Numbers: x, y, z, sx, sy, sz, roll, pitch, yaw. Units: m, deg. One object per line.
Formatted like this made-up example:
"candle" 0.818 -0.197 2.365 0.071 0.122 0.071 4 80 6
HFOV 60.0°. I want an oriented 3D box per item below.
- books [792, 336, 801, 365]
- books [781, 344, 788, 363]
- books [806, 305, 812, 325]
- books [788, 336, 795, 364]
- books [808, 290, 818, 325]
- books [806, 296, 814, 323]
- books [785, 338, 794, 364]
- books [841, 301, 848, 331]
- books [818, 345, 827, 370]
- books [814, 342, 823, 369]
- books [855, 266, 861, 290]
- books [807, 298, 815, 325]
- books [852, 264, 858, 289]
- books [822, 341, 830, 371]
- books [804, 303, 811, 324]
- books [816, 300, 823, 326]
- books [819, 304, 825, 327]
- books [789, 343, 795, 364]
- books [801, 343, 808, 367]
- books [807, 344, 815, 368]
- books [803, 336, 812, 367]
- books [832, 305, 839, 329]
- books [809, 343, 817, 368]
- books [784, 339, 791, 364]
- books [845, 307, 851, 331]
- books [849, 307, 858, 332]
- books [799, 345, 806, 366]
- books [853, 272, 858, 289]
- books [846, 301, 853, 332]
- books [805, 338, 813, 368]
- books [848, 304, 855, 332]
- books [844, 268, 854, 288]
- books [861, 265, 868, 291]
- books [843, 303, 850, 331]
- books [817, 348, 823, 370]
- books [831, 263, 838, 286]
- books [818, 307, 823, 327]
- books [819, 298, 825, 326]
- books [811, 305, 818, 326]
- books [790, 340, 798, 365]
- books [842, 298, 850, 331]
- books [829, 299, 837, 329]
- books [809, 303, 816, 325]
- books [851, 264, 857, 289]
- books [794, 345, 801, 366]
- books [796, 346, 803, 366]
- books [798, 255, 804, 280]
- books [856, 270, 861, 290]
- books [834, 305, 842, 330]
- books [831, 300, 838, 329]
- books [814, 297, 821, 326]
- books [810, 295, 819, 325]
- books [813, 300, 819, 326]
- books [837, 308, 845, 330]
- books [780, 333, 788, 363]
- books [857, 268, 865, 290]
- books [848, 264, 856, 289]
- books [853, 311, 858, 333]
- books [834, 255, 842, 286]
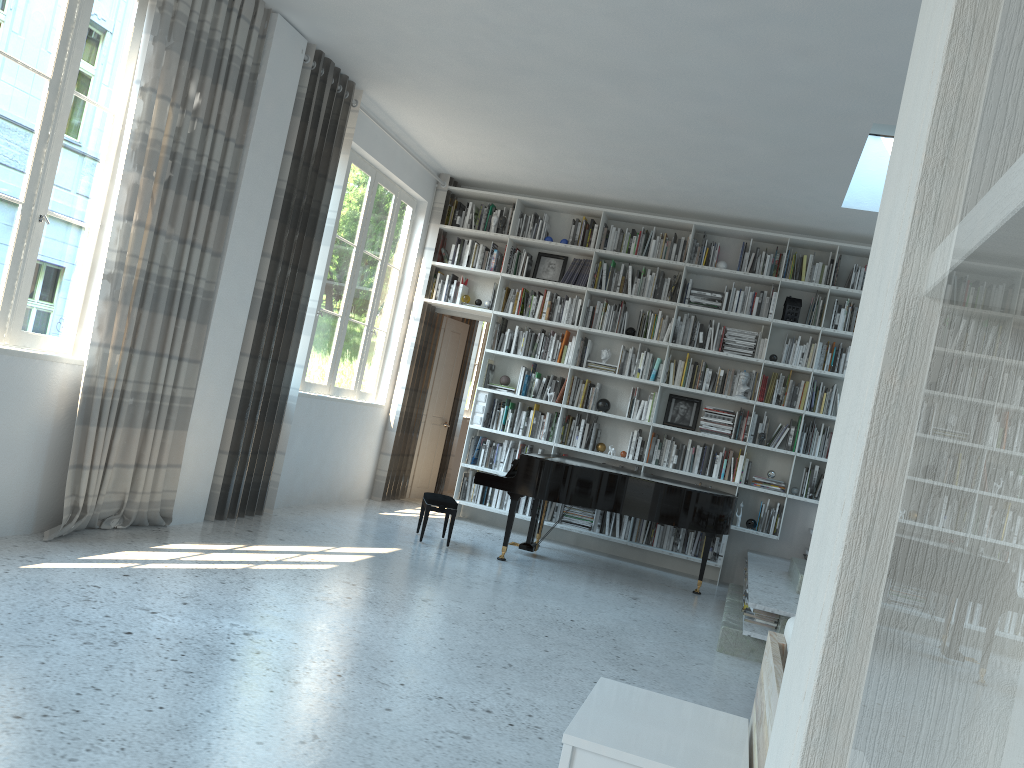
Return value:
"books" 2.517 -0.280 7.860 0.028 0.275 0.187 12 -1 15
"books" 2.421 -0.254 7.895 0.028 0.185 0.181 12 -1 15
"books" 2.636 -0.592 7.891 0.022 0.199 0.143 12 -1 15
"books" 2.483 -0.287 7.899 0.019 0.275 0.146 12 -1 15
"books" 2.666 -0.658 7.877 0.025 0.339 0.143 12 -1 15
"books" 2.628 -0.632 7.855 0.021 0.272 0.190 12 -1 15
"books" 2.466 -0.277 7.901 0.028 0.250 0.164 12 -1 15
"books" 2.909 -0.579 7.802 0.011 0.283 0.173 12 -1 15
"books" 2.739 -0.218 7.836 0.030 0.242 0.138 12 -1 15
"books" 2.694 -0.233 7.824 0.028 0.251 0.190 12 -1 15
"books" 3.022 -0.903 7.785 0.013 0.229 0.174 12 -1 15
"books" 2.647 -0.628 7.864 0.022 0.272 0.181 12 -1 15
"books" 3.010 -0.918 7.812 0.012 0.255 0.133 12 -1 15
"books" 2.762 -0.232 7.826 0.014 0.278 0.154 12 -1 15
"books" 2.623 -0.602 7.888 0.019 0.214 0.156 12 -1 15
"books" 2.706 -0.604 7.835 0.013 0.248 0.186 12 -1 15
"books" 2.732 -0.581 7.826 0.008 0.213 0.224 12 -1 15
"books" 2.486 -0.251 7.894 0.023 0.207 0.171 12 -1 15
"books" 2.588 -0.244 7.861 0.024 0.234 0.150 12 -1 15
"books" 2.631 -0.234 7.832 0.028 0.229 0.177 12 -1 15
"books" 2.611 -0.270 7.859 0.028 0.293 0.154 12 -1 15
"books" 2.847 -0.569 7.826 0.012 0.239 0.139 12 -1 15
"books" 2.653 -0.233 7.842 0.026 0.238 0.173 12 -1 15
"books" 2.450 -0.276 7.911 0.024 0.242 0.159 12 -1 15
"books" 2.939 -0.548 7.795 0.012 0.235 0.165 12 -1 15
"books" 2.984 -0.542 7.771 0.027 0.241 0.160 12 -1 15
"books" 2.567 -0.237 7.859 0.029 0.211 0.158 12 -1 15
"books" 3.011 -0.882 7.799 0.009 0.183 0.160 12 -1 15
"books" 2.960 -0.575 7.798 0.021 0.296 0.138 12 -1 15
"books" 2.624 -0.259 7.853 0.025 0.277 0.173 12 -1 15
"books" 2.975 -0.561 7.799 0.012 0.276 0.133 12 -1 15
"books" 2.953 -0.905 7.801 0.046 0.206 0.183 12 -1 15
"books" 3.085 -0.903 7.782 0.030 0.255 0.161 12 -1 15
"books" 2.930 -0.567 7.789 0.010 0.268 0.166 12 -1 15
"books" 2.716 -0.206 7.845 0.013 0.210 0.140 12 -1 15
"books" 2.841 -0.940 7.837 0.033 0.229 0.175 12 -1 15
"books" 2.726 -0.575 7.875 0.015 0.200 0.130 12 -1 15
"books" 2.742 -0.618 7.862 0.005 0.292 0.130 12 -1 15
"books" 2.679 -0.590 7.866 0.013 0.210 0.140 12 -1 15
"books" 2.502 -0.263 7.885 0.023 0.236 0.178 12 -1 15
"books" 2.922 -0.588 7.794 0.014 0.307 0.152 12 -1 15
"books" 2.826 -0.597 7.819 0.012 0.285 0.159 12 -1 15
"books" 2.658 -0.597 7.874 0.024 0.217 0.169 12 -1 15
"books" 2.996 -0.916 7.806 0.011 0.244 0.172 12 -1 15
"books" 2.526 -0.237 7.866 0.024 0.195 0.173 12 -1 15
"books" 2.545 -0.234 7.864 0.027 0.196 0.185 12 -1 15
"books" 2.577 -1.011 7.942 0.007 0.264 0.133 12 -1 15
"books" 3.037 -0.887 7.809 0.009 0.205 0.146 12 -1 15
"books" 2.863 -0.568 7.815 0.026 0.243 0.148 12 -1 15
"books" 2.842 -0.590 7.835 0.011 0.280 0.133 12 -1 15
"books" 2.709 -0.623 7.879 0.013 0.289 0.131 12 -1 15
"books" 2.670 -0.632 7.852 0.021 0.288 0.179 12 -1 15
"books" 2.689 -0.611 7.854 0.005 0.255 0.159 12 -1 15
"books" 2.880 -0.547 7.791 0.026 0.208 0.181 12 -1 15
"books" 2.425 -0.304 7.920 0.018 0.285 0.159 12 -1 15
"books" 3.054 -0.895 7.790 0.028 0.226 0.163 12 -1 15
"books" 2.985 -0.918 7.800 0.009 0.244 0.173 12 -1 15
"books" 3.006 -0.524 7.783 0.014 0.215 0.132 12 -1 15
"books" 2.867 -0.973 7.824 0.019 0.304 0.176 12 -1 15
